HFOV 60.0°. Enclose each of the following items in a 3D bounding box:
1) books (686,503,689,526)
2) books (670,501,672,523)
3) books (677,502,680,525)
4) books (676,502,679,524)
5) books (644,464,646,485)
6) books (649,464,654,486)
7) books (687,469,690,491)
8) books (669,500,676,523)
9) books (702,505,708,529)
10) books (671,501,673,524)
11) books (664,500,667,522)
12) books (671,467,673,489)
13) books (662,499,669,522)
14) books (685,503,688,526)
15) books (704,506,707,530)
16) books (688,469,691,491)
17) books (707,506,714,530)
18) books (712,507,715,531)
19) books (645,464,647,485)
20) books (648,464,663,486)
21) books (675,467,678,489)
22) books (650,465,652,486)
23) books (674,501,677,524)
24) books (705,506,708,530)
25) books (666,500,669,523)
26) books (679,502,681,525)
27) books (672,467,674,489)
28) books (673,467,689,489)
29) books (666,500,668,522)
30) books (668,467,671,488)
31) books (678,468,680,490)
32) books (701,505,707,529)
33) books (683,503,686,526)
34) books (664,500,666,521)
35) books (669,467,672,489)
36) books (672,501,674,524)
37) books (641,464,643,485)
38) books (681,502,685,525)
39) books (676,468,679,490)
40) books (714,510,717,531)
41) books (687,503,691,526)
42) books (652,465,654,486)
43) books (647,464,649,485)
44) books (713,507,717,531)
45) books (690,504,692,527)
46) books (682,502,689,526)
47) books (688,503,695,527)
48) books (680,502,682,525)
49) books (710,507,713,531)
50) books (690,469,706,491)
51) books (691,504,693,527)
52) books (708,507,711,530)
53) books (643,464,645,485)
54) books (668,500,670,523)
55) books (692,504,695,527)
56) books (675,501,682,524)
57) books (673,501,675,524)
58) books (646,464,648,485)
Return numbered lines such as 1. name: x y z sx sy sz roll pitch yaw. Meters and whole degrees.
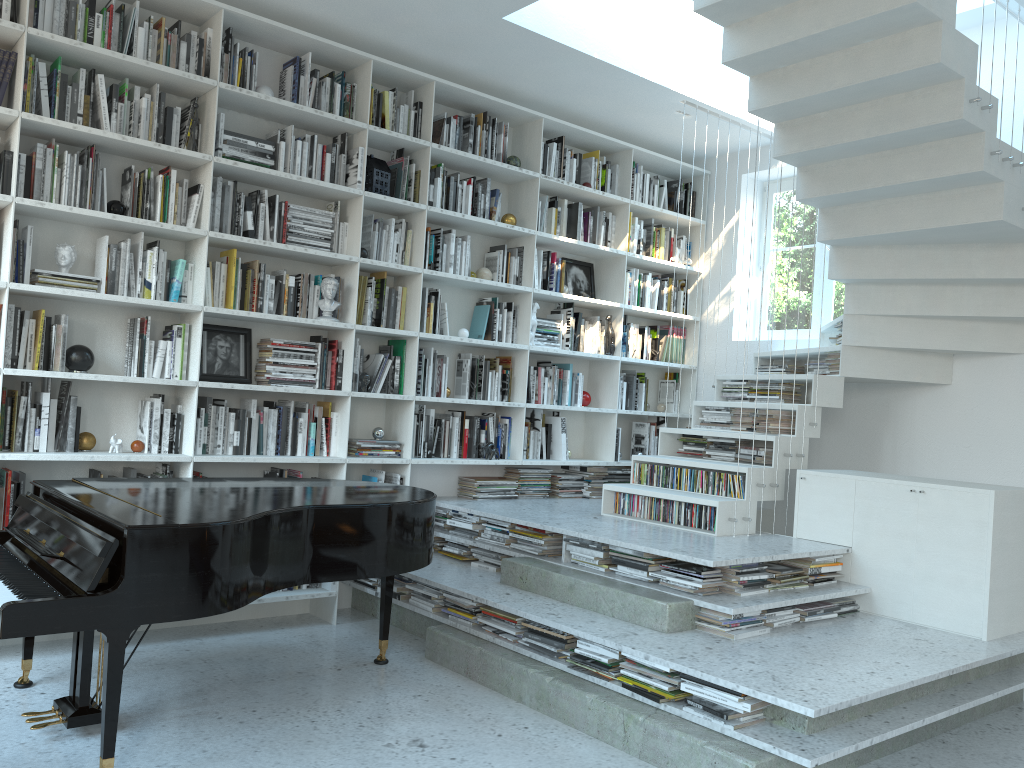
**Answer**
1. books: 0.998 0.713 4.844 0.125 0.125 0.008 5 -1 -39
2. books: 0.925 0.710 4.933 0.125 0.125 0.008 5 -1 -39
3. books: 0.959 0.711 4.892 0.125 0.125 0.008 5 -1 -39
4. books: 0.954 0.711 4.898 0.125 0.125 0.007 5 -1 -39
5. books: 0.835 0.540 5.292 0.125 0.125 0.008 5 -1 -39
6. books: 0.859 0.541 5.262 0.125 0.125 0.008 5 -1 -39
7. books: 1.042 0.546 5.039 0.125 0.125 0.008 5 -1 -39
8. books: 0.919 0.710 4.940 0.125 0.125 0.008 5 -1 -39
9. books: 1.065 0.715 4.762 0.125 0.125 0.007 5 -1 -39
10. books: 0.929 0.711 4.927 0.125 0.125 0.010 5 -1 -39
11. books: 0.900 0.710 4.963 0.125 0.125 0.008 5 -1 -39
12. books: 0.966 0.544 5.132 0.125 0.125 0.010 5 -1 -39
13. books: 0.891 0.709 4.975 0.125 0.125 0.008 5 -1 -39
14. books: 0.991 0.712 4.852 0.125 0.125 0.012 5 -1 -39
15. books: 1.071 0.715 4.754 0.125 0.125 0.010 5 -1 -39
16. books: 1.047 0.546 5.032 0.125 0.125 0.007 5 -1 -39
17. books: 1.086 0.715 4.737 0.125 0.125 0.010 5 -1 -39
18. books: 1.105 0.716 4.713 0.125 0.125 0.011 5 -1 -39
19. books: 0.840 0.540 5.285 0.125 0.125 0.007 5 -1 -39
20. books: 0.854 0.540 5.268 0.125 0.125 0.008 5 -1 -39
21. books: 0.983 0.544 5.111 0.125 0.125 0.010 5 -1 -39
22. books: 0.865 0.541 5.254 0.125 0.125 0.010 5 -1 -39
23. books: 0.944 0.711 4.909 0.125 0.125 0.008 5 -1 -39
24. books: 1.078 0.715 4.745 0.125 0.125 0.014 5 -1 -39
25. books: 0.909 0.710 4.952 0.125 0.125 0.008 5 -1 -39
26. books: 0.965 0.712 4.884 0.125 0.125 0.011 5 -1 -39
27. books: 0.971 0.544 5.126 0.125 0.125 0.009 5 -1 -39
28. books: 0.977 0.544 5.119 0.125 0.125 0.007 5 -1 -39
29. books: 0.905 0.710 4.957 0.125 0.125 0.008 5 -1 -39
30. books: 0.952 0.543 5.149 0.125 0.125 0.008 5 -1 -39
31. books: 0.997 0.545 5.093 0.125 0.125 0.010 5 -1 -39
32. books: 1.059 0.715 4.769 0.125 0.125 0.009 5 -1 -39
33. books: 0.985 0.712 4.859 0.125 0.125 0.010 5 -1 -39
34. books: 0.896 0.710 4.968 0.125 0.125 0.008 5 -1 -39
35. books: 0.958 0.544 5.141 0.125 0.125 0.012 5 -1 -39
36. books: 0.934 0.711 4.922 0.125 0.125 0.010 5 -1 -39
37. books: 0.822 0.539 5.307 0.125 0.125 0.010 5 -1 -39
38. books: 0.975 0.712 4.872 0.125 0.125 0.008 5 -1 -39
39. books: 0.990 0.545 5.102 0.125 0.125 0.014 5 -1 -39
40. books: 1.119 0.717 4.696 0.125 0.125 0.016 5 -1 -39
41. books: 1.003 0.713 4.837 0.125 0.125 0.007 5 -1 -39
42. books: 0.872 0.541 5.246 0.125 0.125 0.010 5 -1 -39
43. books: 0.849 0.540 5.274 0.125 0.125 0.007 5 -1 -39
44. books: 1.112 0.716 4.705 0.125 0.125 0.009 5 -1 -39
45. books: 1.012 0.713 4.826 0.125 0.125 0.007 5 -1 -39
46. books: 0.980 0.712 4.865 0.125 0.125 0.008 5 -1 -39
47. books: 1.008 0.713 4.832 0.125 0.125 0.007 5 -1 -39
48. books: 0.969 0.712 4.878 0.125 0.125 0.011 5 -1 -39
49. books: 1.099 0.716 4.720 0.125 0.125 0.009 5 -1 -39
50. books: 1.052 0.546 5.027 0.125 0.125 0.008 5 -1 -39
51. books: 1.017 0.713 4.820 0.125 0.125 0.008 5 -1 -39
52. books: 1.093 0.716 4.728 0.125 0.125 0.013 5 -1 -39
53. books: 0.828 0.540 5.300 0.125 0.125 0.012 5 -1 -39
54. books: 0.914 0.710 4.946 0.125 0.125 0.007 5 -1 -39
55. books: 1.022 0.713 4.814 0.125 0.125 0.008 5 -1 -39
56. books: 0.949 0.711 4.903 0.125 0.125 0.008 5 -1 -39
57. books: 0.940 0.711 4.915 0.125 0.125 0.008 5 -1 -39
58. books: 0.845 0.540 5.280 0.125 0.125 0.007 5 -1 -39
